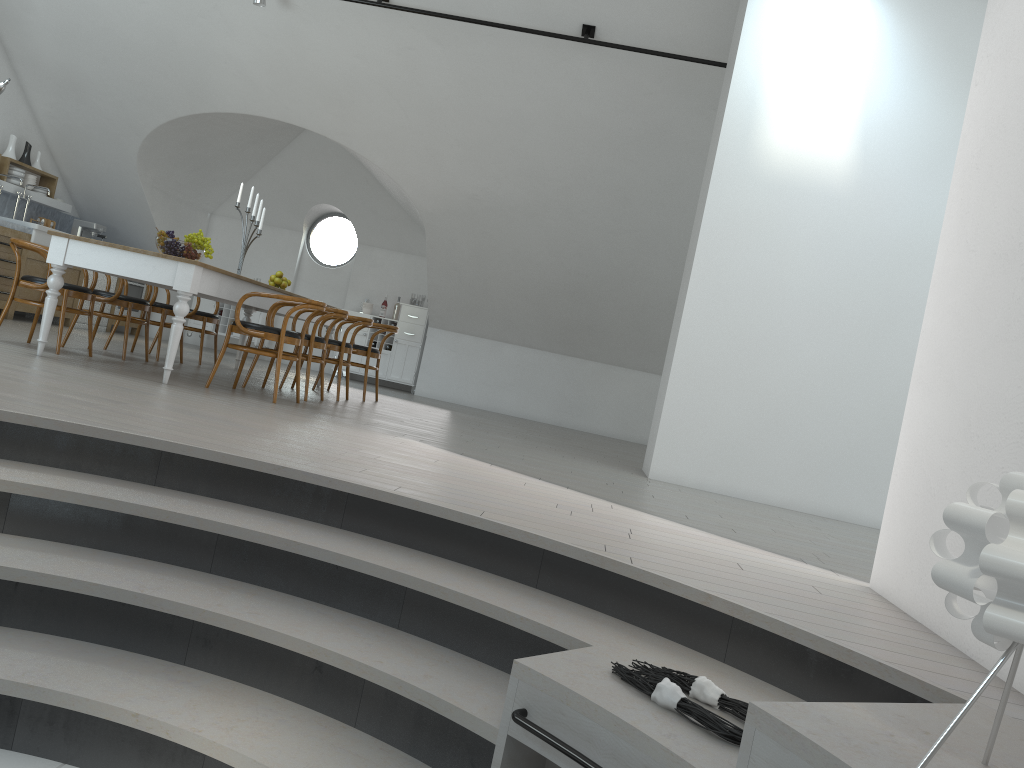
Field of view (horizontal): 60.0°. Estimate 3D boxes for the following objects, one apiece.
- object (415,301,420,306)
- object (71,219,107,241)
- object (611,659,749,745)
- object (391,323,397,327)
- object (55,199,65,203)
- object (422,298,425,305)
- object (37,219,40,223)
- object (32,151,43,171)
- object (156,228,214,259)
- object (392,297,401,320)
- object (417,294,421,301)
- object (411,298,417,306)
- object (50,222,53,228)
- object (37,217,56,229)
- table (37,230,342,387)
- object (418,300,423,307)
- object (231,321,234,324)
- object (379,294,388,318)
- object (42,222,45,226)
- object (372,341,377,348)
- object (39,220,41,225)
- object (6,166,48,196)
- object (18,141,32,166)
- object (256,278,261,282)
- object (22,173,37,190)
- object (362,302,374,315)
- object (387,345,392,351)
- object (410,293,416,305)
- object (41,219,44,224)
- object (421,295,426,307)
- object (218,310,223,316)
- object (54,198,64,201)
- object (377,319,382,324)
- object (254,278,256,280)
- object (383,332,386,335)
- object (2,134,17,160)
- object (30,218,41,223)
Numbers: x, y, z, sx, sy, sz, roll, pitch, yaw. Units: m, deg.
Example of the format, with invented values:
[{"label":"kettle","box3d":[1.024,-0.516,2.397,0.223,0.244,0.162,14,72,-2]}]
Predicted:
[{"label":"object","box3d":[-1.295,-1.087,12.033,0.077,0.085,0.077,12,0,13]},{"label":"object","box3d":[-5.212,-1.834,11.015,0.387,0.320,0.324,12,0,5]},{"label":"object","box3d":[0.432,0.750,2.103,0.217,0.082,0.474,12,0,-32]},{"label":"object","box3d":[-1.583,-0.786,12.031,0.088,0.085,0.359,12,0,5]},{"label":"object","box3d":[-5.518,-2.217,10.711,0.213,0.025,0.213,12,0,-7]},{"label":"object","box3d":[-1.209,-1.101,12.021,0.046,0.143,0.046,12,-1,16]},{"label":"object","box3d":[-5.574,-1.854,10.413,0.042,0.192,0.040,11,-2,43]},{"label":"object","box3d":[-5.493,-2.586,10.268,0.156,0.218,0.156,12,-1,-14]},{"label":"object","box3d":[-2.383,-1.009,6.434,0.392,0.284,0.293,12,0,-31]},{"label":"object","box3d":[-1.566,-1.026,12.074,0.085,0.331,0.085,13,-1,-36]},{"label":"object","box3d":[-1.290,-1.136,12.165,0.054,0.179,0.054,12,-1,-1]},{"label":"object","box3d":[-1.329,-1.104,11.955,0.082,0.105,0.081,11,-1,43]},{"label":"object","box3d":[-5.530,-1.847,10.617,0.040,0.192,0.042,13,-1,-35]},{"label":"object","box3d":[-5.569,-1.863,10.587,0.104,0.223,0.200,12,0,5]},{"label":"table","box3d":[-2.392,-0.466,7.238,1.019,0.799,3.346,12,0,5]},{"label":"object","box3d":[-1.259,-1.087,12.107,0.071,0.099,0.071,12,-1,13]},{"label":"object","box3d":[-3.746,-0.814,12.034,0.082,0.083,0.316,12,0,5]},{"label":"object","box3d":[-1.741,-1.063,12.096,0.081,0.330,0.081,12,-1,1]},{"label":"object","box3d":[-5.535,-1.833,10.421,0.044,0.179,0.019,12,-1,-10]},{"label":"object","box3d":[-1.818,-0.528,12.052,0.156,0.085,0.331,12,0,6]},{"label":"object","box3d":[-5.542,-1.835,10.383,0.019,0.179,0.044,13,-1,-30]},{"label":"object","box3d":[-5.540,-2.309,10.119,0.198,0.196,0.656,12,0,5]},{"label":"object","box3d":[-5.498,-2.611,10.044,0.156,0.268,0.156,12,-1,9]},{"label":"object","box3d":[-3.476,-1.350,12.109,0.063,0.187,0.063,12,-1,-10]},{"label":"object","box3d":[-5.516,-2.306,10.117,0.154,0.160,0.157,12,0,33]},{"label":"object","box3d":[-1.973,-1.025,12.089,0.154,0.160,0.157,12,0,33]},{"label":"object","box3d":[-1.650,-0.489,12.030,0.081,0.081,0.358,12,0,3]},{"label":"object","box3d":[-1.351,-1.142,12.032,0.048,0.169,0.048,11,-1,38]},{"label":"object","box3d":[-5.526,-1.844,10.408,0.042,0.192,0.040,11,-1,42]},{"label":"object","box3d":[-1.228,-1.126,12.178,0.063,0.187,0.063,12,-1,-9]},{"label":"object","box3d":[-3.922,-0.956,12.017,0.082,0.085,0.317,12,0,6]},{"label":"object","box3d":[-5.516,-2.226,10.711,0.213,0.025,0.213,12,0,-7]},{"label":"object","box3d":[-1.784,-0.833,12.058,0.093,0.094,0.359,12,0,5]},{"label":"object","box3d":[-3.529,-1.358,12.144,0.054,0.179,0.054,12,-1,-18]},{"label":"object","box3d":[-1.708,-0.703,12.053,0.085,0.085,0.330,12,0,5]},{"label":"object","box3d":[-5.524,-2.614,9.782,0.156,0.268,0.156,12,-1,-6]},{"label":"object","box3d":[-5.583,-1.837,10.364,0.100,0.171,0.172,12,0,7]}]
